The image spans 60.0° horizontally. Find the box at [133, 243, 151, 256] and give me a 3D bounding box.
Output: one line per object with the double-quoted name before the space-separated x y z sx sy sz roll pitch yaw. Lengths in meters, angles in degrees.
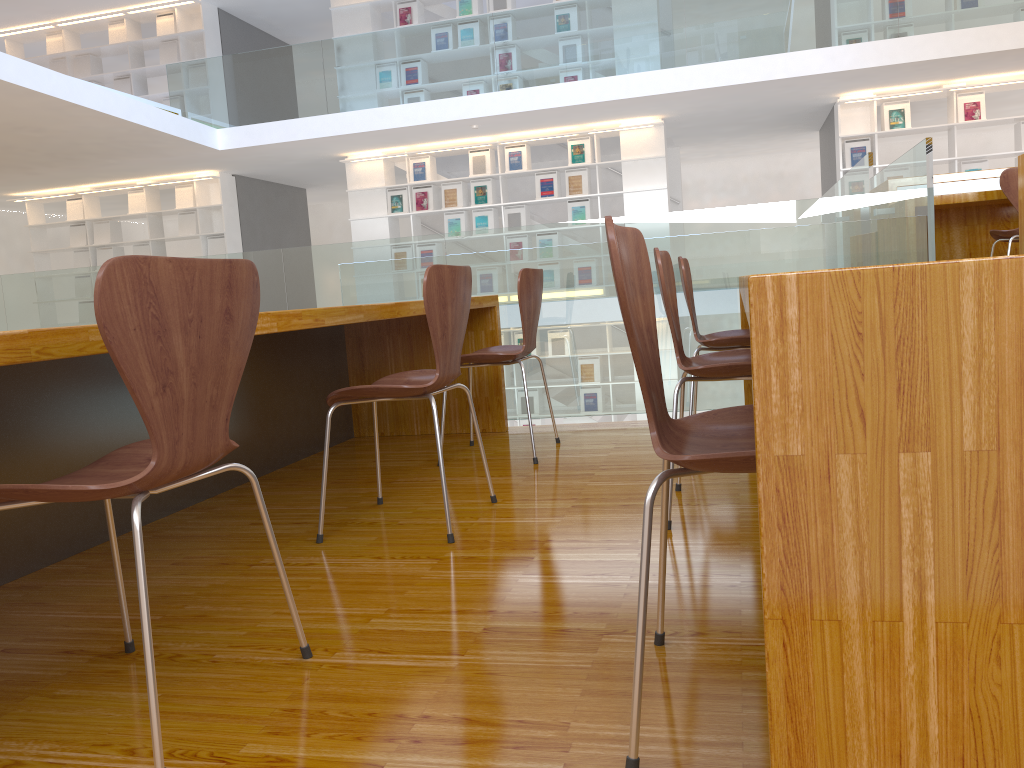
"box" -4.651 -1.631 11.271 0.245 0.296 0.274 -3 6 14

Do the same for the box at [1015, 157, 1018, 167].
"box" 5.133 -2.104 8.738 0.245 0.296 0.274 -3 6 14

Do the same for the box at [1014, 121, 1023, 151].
"box" 5.108 -2.430 8.705 0.245 0.296 0.274 -3 6 14

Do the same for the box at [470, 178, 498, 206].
"box" -0.321 -2.161 10.046 0.245 0.296 0.274 -3 6 14

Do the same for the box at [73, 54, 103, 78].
"box" -5.347 -3.962 11.166 0.245 0.296 0.274 -3 6 14

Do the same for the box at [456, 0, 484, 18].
"box" -0.473 -4.191 9.839 0.245 0.296 0.274 -3 6 14

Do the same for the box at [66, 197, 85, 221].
"box" -5.570 -2.241 11.430 0.245 0.296 0.274 -3 6 14

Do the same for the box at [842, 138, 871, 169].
"box" 3.543 -2.355 9.110 0.245 0.296 0.274 -3 6 14

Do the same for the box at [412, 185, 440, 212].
"box" -0.999 -2.129 10.234 0.245 0.296 0.274 -3 6 14

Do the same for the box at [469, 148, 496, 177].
"box" -0.339 -2.487 10.011 0.245 0.296 0.274 -3 6 14

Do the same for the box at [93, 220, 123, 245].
"box" -5.195 -1.932 11.372 0.245 0.296 0.274 -3 6 14

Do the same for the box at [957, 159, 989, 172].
"box" 4.612 -2.079 8.873 0.245 0.296 0.274 -3 6 14

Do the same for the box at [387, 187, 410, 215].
"box" -1.296 -2.115 10.298 0.245 0.296 0.274 -3 6 14

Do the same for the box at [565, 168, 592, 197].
"box" 0.730 -2.211 9.774 0.245 0.296 0.274 -3 6 14

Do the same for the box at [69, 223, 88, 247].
"box" -5.545 -1.915 11.463 0.245 0.296 0.274 -3 6 14

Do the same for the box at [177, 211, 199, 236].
"box" -4.000 -1.990 11.063 0.245 0.296 0.274 -3 6 14

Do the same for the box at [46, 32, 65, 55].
"box" -5.721 -4.271 11.223 0.245 0.296 0.274 -3 6 14

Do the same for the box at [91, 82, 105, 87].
"box" -5.323 -3.637 11.199 0.245 0.296 0.274 -3 6 14

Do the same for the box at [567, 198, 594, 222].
"box" 0.756 -1.886 9.807 0.245 0.296 0.274 -3 6 14

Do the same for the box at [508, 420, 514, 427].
"box" -0.124 0.537 10.322 0.245 0.296 0.274 -3 6 14

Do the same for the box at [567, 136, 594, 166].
"box" 0.753 -2.540 9.729 0.245 0.296 0.274 -3 6 14

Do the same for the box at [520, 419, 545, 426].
"box" 0.238 0.519 10.228 0.245 0.296 0.274 -3 6 14

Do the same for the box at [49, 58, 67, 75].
"box" -5.697 -3.946 11.256 0.245 0.296 0.274 -3 6 14

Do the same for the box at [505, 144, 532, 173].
"box" 0.065 -2.507 9.907 0.245 0.296 0.274 -3 6 14

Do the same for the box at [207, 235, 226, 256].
"box" -3.612 -1.682 11.002 0.245 0.296 0.274 -3 6 14

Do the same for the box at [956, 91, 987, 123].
"box" 4.542 -2.731 8.809 0.245 0.296 0.274 -3 6 14

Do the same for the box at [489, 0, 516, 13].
"box" -0.108 -4.209 9.745 0.245 0.296 0.274 -3 6 14

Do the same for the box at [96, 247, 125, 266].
"box" -5.171 -1.606 11.405 0.245 0.296 0.274 -3 6 14

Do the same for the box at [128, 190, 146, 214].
"box" -4.679 -2.285 11.197 0.245 0.296 0.274 -3 6 14

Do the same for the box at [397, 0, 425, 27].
"box" -1.150 -4.160 10.028 0.245 0.296 0.274 -3 6 14

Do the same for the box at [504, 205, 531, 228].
"box" 0.056 -1.851 9.988 0.245 0.296 0.274 -3 6 14

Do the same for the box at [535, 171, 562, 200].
"box" 0.401 -2.198 9.859 0.245 0.296 0.274 -3 6 14

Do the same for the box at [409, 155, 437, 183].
"box" -1.026 -2.454 10.189 0.245 0.296 0.274 -3 6 14

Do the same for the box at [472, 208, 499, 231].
"box" -0.302 -1.834 10.081 0.245 0.296 0.274 -3 6 14

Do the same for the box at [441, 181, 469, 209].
"box" -0.655 -2.144 10.133 0.245 0.296 0.274 -3 6 14

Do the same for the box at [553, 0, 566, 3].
"box" 0.578 -4.242 9.567 0.245 0.296 0.274 -3 6 14

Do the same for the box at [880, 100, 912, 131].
"box" 3.887 -2.698 8.982 0.245 0.296 0.274 -3 6 14

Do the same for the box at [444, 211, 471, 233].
"box" -0.629 -1.819 10.165 0.245 0.296 0.274 -3 6 14

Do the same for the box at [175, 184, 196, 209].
"box" -4.023 -2.315 11.029 0.245 0.296 0.274 -3 6 14

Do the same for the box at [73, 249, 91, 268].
"box" -5.511 -1.590 11.494 0.245 0.296 0.274 -3 6 14

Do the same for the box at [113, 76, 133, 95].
"box" -4.803 -3.662 11.064 0.245 0.296 0.274 -3 6 14

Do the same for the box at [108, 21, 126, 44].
"box" -4.831 -4.316 10.990 0.245 0.296 0.274 -3 6 14
